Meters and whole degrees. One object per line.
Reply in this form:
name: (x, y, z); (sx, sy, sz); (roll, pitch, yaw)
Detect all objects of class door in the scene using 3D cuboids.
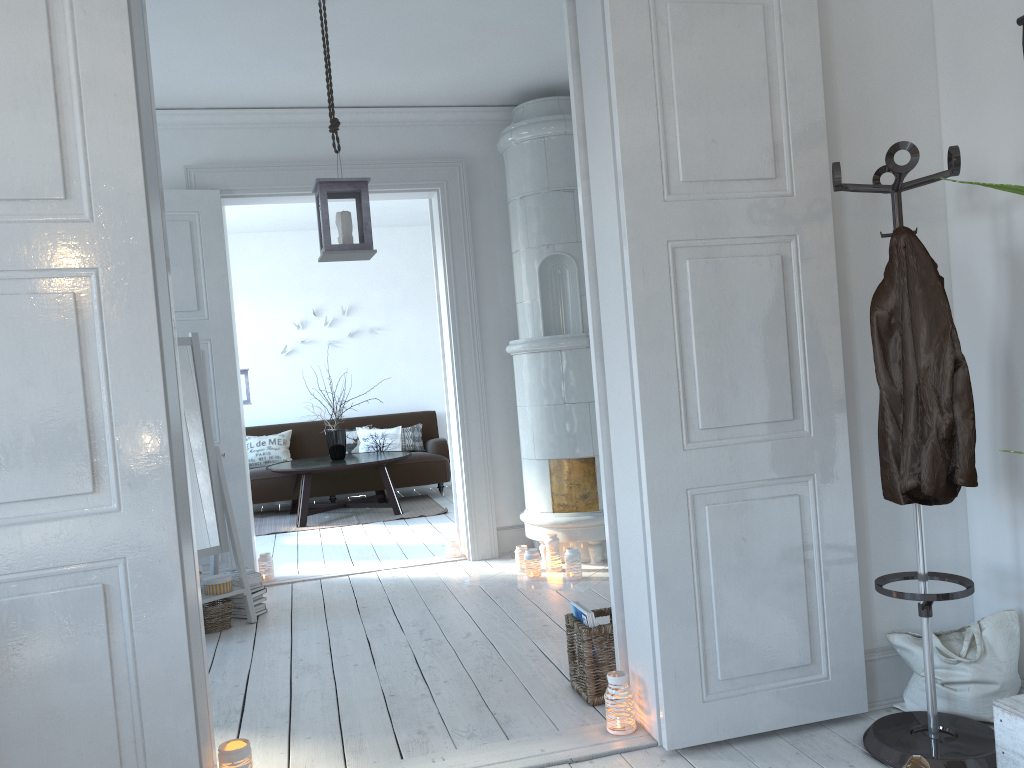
door: (-0.313, -0.110, 2.565); (2.598, 2.506, 0.577); (-5, 2, -14)
door: (-1.029, -0.082, 5.494); (2.598, 2.506, 0.577); (-5, 2, -14)

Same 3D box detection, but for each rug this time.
rug: (-1.526, 1.159, 8.076); (1.709, 0.055, 1.456); (-5, 1, -13)

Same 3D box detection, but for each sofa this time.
sofa: (-1.734, 0.770, 8.807); (2.164, 0.825, 0.968); (-5, 1, -14)

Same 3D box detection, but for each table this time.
table: (-1.539, 0.935, 8.044); (1.299, 0.503, 1.300); (-5, 1, -24)

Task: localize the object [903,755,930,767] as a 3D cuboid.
object: (1.007, 0.977, 2.211); (0.099, 0.126, 0.272); (-4, 1, 19)

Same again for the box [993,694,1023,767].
box: (1.487, 0.891, 2.022); (0.376, 0.218, 0.641); (-5, 1, -14)

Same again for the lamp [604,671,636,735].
lamp: (0.334, 0.990, 2.757); (0.092, 0.180, 0.093); (-6, 2, -31)

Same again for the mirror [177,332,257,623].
mirror: (-1.684, 0.487, 4.387); (0.417, 1.489, 0.610); (-3, 2, 41)

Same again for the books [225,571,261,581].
books: (-1.415, 1.000, 4.642); (0.132, 0.017, 0.187); (-5, 1, -41)

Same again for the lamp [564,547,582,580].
lamp: (0.335, 0.982, 4.848); (0.089, 0.166, 0.089); (-5, 1, -15)

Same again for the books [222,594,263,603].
books: (-1.416, 1.121, 4.649); (0.167, 0.022, 0.128); (-5, 1, 20)

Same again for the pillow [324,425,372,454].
pillow: (-1.628, 0.604, 8.902); (0.472, 0.348, 0.158); (-5, 2, -15)

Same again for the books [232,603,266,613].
books: (-1.404, 1.169, 4.650); (0.181, 0.016, 0.128); (-4, 1, 31)

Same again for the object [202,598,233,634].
object: (-1.523, 1.158, 4.456); (0.185, 0.140, 0.295); (-6, 1, -42)

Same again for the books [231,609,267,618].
books: (-1.398, 1.202, 4.656); (0.178, 0.016, 0.128); (-4, 1, 24)

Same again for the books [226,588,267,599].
books: (-1.404, 1.096, 4.644); (0.193, 0.022, 0.128); (-5, 1, 19)

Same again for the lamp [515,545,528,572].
lamp: (0.061, 1.011, 5.137); (0.084, 0.146, 0.084); (-5, 1, -9)

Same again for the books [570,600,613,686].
books: (0.340, 0.919, 3.134); (0.201, 0.300, 0.179); (-5, 1, -14)

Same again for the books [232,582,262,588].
books: (-1.414, 1.043, 4.646); (0.128, 0.016, 0.181); (-5, 1, -43)

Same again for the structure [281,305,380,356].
structure: (-1.898, -0.569, 9.232); (1.025, 0.478, 0.085); (-5, 2, -14)

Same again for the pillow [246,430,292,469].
pillow: (-2.419, 0.659, 8.750); (0.519, 0.367, 0.239); (-5, 1, -14)

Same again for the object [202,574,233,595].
object: (-1.476, 1.005, 4.450); (0.142, 0.074, 0.142); (-5, 1, -30)

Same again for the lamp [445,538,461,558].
lamp: (-0.377, 1.051, 5.677); (0.093, 0.110, 0.093); (-5, 1, 3)

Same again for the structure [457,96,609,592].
structure: (0.238, -0.265, 5.243); (0.801, 2.829, 1.246); (-4, 2, 31)

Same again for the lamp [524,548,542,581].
lamp: (0.114, 0.999, 4.911); (0.089, 0.166, 0.089); (-5, 1, -12)

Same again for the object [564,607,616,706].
object: (0.356, 0.951, 3.138); (0.270, 0.265, 0.224); (-5, 1, -14)

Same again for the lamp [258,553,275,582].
lamp: (-1.500, 1.119, 5.414); (0.089, 0.166, 0.089); (-5, 1, -15)

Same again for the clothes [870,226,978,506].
clothes: (1.097, -0.044, 2.384); (0.237, 0.770, 0.211); (-4, 2, 20)

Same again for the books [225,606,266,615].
books: (-1.403, 1.185, 4.653); (0.177, 0.016, 0.128); (-4, 1, 27)

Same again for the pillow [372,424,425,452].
pillow: (-1.159, 0.567, 9.053); (0.542, 0.288, 0.183); (-5, 1, -13)

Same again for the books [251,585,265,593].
books: (-1.408, 1.076, 4.652); (0.179, 0.016, 0.128); (-4, 1, 29)

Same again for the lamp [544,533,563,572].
lamp: (0.234, 0.966, 5.077); (0.098, 0.210, 0.098); (-5, 1, -9)

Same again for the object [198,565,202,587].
object: (-1.683, 0.981, 4.498); (0.207, 0.159, 0.241); (-5, 1, -6)

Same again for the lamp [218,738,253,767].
lamp: (-0.769, 1.089, 2.477); (0.089, 0.166, 0.089); (-5, 2, -21)

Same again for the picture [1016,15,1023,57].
picture: (1.567, -0.553, 2.121); (0.057, 1.314, 0.793); (-5, 1, -14)

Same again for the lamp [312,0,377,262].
lamp: (-0.789, -1.427, 3.821); (0.228, 1.763, 0.228); (-5, 2, -17)

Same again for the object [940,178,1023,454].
object: (1.351, 0.238, 1.537); (1.044, 1.555, 0.288); (-4, 2, 16)

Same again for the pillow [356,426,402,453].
pillow: (-1.328, 0.570, 8.897); (0.470, 0.309, 0.188); (-5, 1, -13)

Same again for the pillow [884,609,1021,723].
pillow: (1.360, 0.846, 2.708); (0.317, 0.314, 0.273); (-5, 1, -13)

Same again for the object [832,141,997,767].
object: (1.118, 0.195, 2.463); (0.374, 1.659, 0.374); (-5, 2, -6)

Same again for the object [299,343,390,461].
object: (-1.484, 0.147, 7.985); (0.845, 1.066, 0.525); (-6, 2, -43)

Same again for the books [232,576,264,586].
books: (-1.406, 1.021, 4.641); (0.128, 0.026, 0.200); (-5, 1, -42)

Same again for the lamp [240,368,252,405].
lamp: (-2.493, -0.687, 7.828); (0.228, 1.763, 0.228); (-5, 2, -17)

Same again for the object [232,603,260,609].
object: (-1.415, 1.154, 4.658); (0.156, 0.014, 0.111); (-4, 1, 29)

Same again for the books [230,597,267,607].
books: (-1.405, 1.140, 4.648); (0.187, 0.017, 0.132); (-4, 1, 23)

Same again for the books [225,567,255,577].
books: (-1.428, 0.985, 4.652); (0.111, 0.014, 0.156); (-5, 1, -34)

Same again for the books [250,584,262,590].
books: (-1.413, 1.059, 4.649); (0.177, 0.016, 0.128); (-4, 1, 43)
